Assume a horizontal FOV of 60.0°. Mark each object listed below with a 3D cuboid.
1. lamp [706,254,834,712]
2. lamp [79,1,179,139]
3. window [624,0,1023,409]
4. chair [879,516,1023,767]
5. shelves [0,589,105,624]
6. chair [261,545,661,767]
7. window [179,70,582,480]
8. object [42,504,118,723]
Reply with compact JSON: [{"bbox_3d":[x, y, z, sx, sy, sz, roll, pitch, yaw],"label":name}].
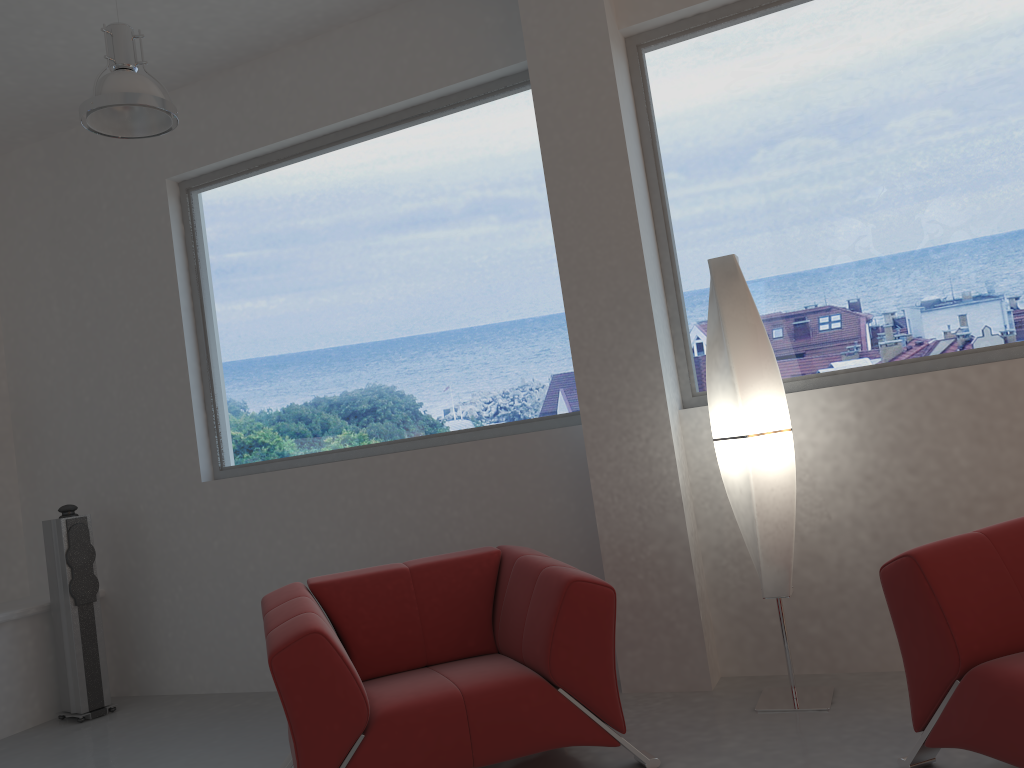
[{"bbox_3d":[0.989,0.366,3.559,0.313,1.779,0.313,-9,-4,15],"label":"lamp"},{"bbox_3d":[-1.646,-1.484,3.719,0.379,0.800,0.379,-6,-5,-28],"label":"lamp"},{"bbox_3d":[1.776,-0.960,3.767,2.400,1.800,0.100,-10,-4,23],"label":"window"},{"bbox_3d":[1.724,0.693,2.261,0.951,0.738,1.288,-7,-4,-17],"label":"chair"},{"bbox_3d":[-3.851,1.297,2.993,0.650,0.050,5.500,-10,-4,23],"label":"shelves"},{"bbox_3d":[-0.280,1.055,3.248,1.288,0.738,0.951,-7,-4,-17],"label":"chair"},{"bbox_3d":[-0.768,-0.513,4.848,2.400,1.800,0.100,-10,-4,23],"label":"window"},{"bbox_3d":[-2.459,1.272,5.003,0.273,1.184,0.255,-11,-5,38],"label":"object"}]
